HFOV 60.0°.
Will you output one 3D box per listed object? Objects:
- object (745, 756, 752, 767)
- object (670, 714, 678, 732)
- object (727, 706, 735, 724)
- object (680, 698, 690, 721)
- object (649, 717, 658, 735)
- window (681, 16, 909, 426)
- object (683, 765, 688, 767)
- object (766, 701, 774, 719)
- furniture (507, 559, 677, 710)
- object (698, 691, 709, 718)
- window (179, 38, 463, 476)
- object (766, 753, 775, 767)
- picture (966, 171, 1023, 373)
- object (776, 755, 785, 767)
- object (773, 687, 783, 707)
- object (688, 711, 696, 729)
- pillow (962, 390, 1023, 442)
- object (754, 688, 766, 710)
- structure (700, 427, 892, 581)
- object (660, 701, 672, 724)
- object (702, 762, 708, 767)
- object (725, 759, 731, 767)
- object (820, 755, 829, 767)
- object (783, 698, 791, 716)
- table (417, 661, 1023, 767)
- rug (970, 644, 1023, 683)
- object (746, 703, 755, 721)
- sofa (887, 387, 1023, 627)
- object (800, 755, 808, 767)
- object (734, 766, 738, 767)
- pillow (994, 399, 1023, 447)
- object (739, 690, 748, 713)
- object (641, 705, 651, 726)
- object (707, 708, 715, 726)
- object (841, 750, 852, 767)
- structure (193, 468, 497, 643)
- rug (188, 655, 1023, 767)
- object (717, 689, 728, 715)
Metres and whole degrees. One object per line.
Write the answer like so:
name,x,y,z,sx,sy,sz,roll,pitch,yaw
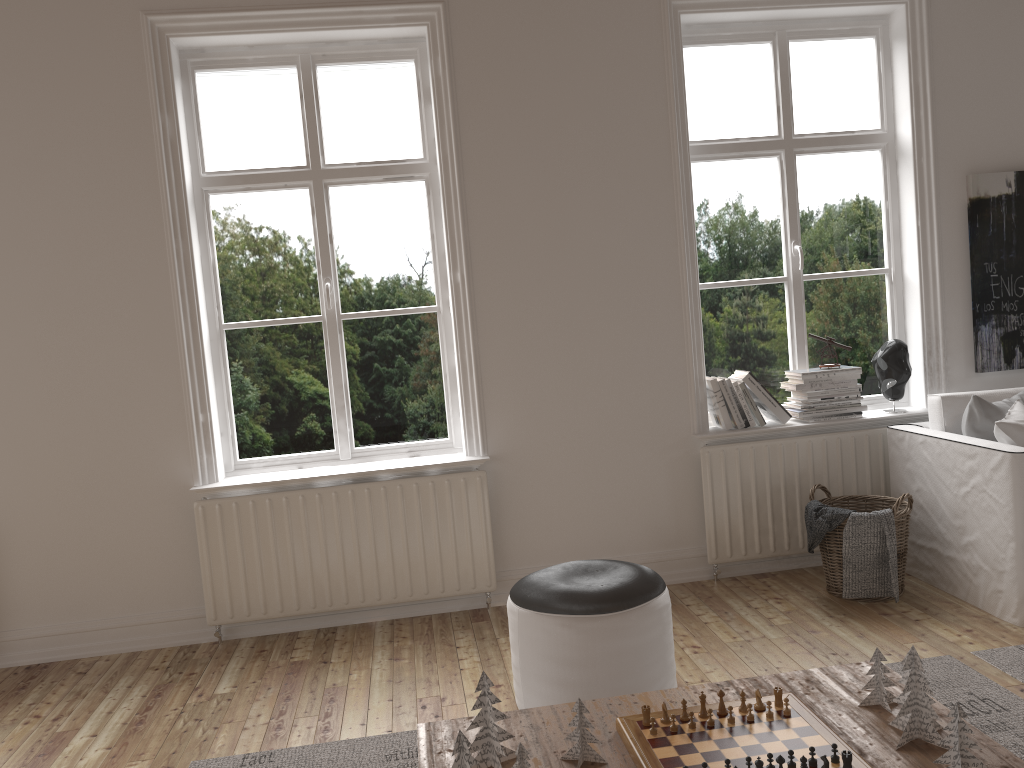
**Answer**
object,0.461,0.742,1.725,0.017,0.037,0.017,-4,4,12
object,0.352,0.737,1.932,0.017,0.037,0.017,-4,4,12
object,0.480,0.724,1.947,0.017,0.037,0.017,-4,4,12
object,0.385,0.725,1.981,0.022,0.047,0.022,-3,5,25
object,0.306,0.741,1.926,0.017,0.037,0.017,-4,4,12
window,1.323,-0.749,4.156,1.055,1.872,0.120,-5,4,-7
object,0.336,0.754,1.711,0.017,0.037,0.017,-7,5,-26
object,0.567,0.716,1.955,0.017,0.037,0.017,-4,4,12
furniture,0.252,0.815,2.820,0.518,0.430,0.518,-4,4,14
object,0.428,0.715,1.985,0.025,0.058,0.025,-2,5,38
window,-0.821,-0.545,3.898,1.055,1.872,0.120,-5,4,-7
object,0.505,0.738,1.731,0.017,0.037,0.017,-4,4,12
picture,2.461,-0.535,4.125,0.680,0.908,0.041,-5,4,-7
object,0.512,0.732,1.687,0.025,0.055,0.025,-3,5,25
object,0.603,0.708,2.006,0.019,0.040,0.019,-3,5,27
object,0.393,0.733,1.938,0.017,0.037,0.017,-4,4,12
pillow,2.029,0.228,3.635,0.541,0.431,0.282,-8,5,-33
object,0.558,0.710,2.002,0.026,0.044,0.026,-2,5,38
structure,1.466,0.626,4.048,1.223,0.829,0.095,-5,4,-7
object,0.342,0.731,1.976,0.026,0.044,0.026,-2,5,38
object,0.374,0.750,1.718,0.017,0.037,0.017,-4,4,12
object,0.420,0.746,1.723,0.017,0.037,0.017,-4,4,12
object,0.599,0.729,1.700,0.026,0.044,0.026,-2,5,38
object,0.608,0.712,1.962,0.017,0.037,0.017,-4,4,12
table,0.419,0.940,1.835,1.189,0.300,0.821,-5,4,-7
rug,2.911,0.861,2.026,2.474,0.003,2.254,-5,4,-7
object,0.524,0.720,1.951,0.017,0.037,0.017,-4,4,12
sofa,2.693,0.367,3.658,1.960,0.776,0.866,-5,4,-7
object,0.558,0.731,1.693,0.022,0.047,0.022,-3,5,25
object,0.424,0.744,1.677,0.022,0.047,0.022,-8,6,-39
pillow,2.229,0.216,3.575,1.020,0.414,0.417,-7,5,-25
object,0.520,0.712,1.996,0.022,0.047,0.022,-3,5,25
object,0.299,0.737,1.971,0.019,0.040,0.019,-6,4,-11
object,0.435,0.729,1.943,0.017,0.037,0.017,-4,4,12
object,0.644,0.727,1.702,0.019,0.040,0.019,-3,5,27
structure,-0.682,0.830,3.790,1.223,0.829,0.095,-5,4,-7
rug,0.391,1.102,1.723,2.474,0.003,2.254,-5,4,-7
object,0.471,0.713,1.992,0.025,0.055,0.025,-3,5,25
